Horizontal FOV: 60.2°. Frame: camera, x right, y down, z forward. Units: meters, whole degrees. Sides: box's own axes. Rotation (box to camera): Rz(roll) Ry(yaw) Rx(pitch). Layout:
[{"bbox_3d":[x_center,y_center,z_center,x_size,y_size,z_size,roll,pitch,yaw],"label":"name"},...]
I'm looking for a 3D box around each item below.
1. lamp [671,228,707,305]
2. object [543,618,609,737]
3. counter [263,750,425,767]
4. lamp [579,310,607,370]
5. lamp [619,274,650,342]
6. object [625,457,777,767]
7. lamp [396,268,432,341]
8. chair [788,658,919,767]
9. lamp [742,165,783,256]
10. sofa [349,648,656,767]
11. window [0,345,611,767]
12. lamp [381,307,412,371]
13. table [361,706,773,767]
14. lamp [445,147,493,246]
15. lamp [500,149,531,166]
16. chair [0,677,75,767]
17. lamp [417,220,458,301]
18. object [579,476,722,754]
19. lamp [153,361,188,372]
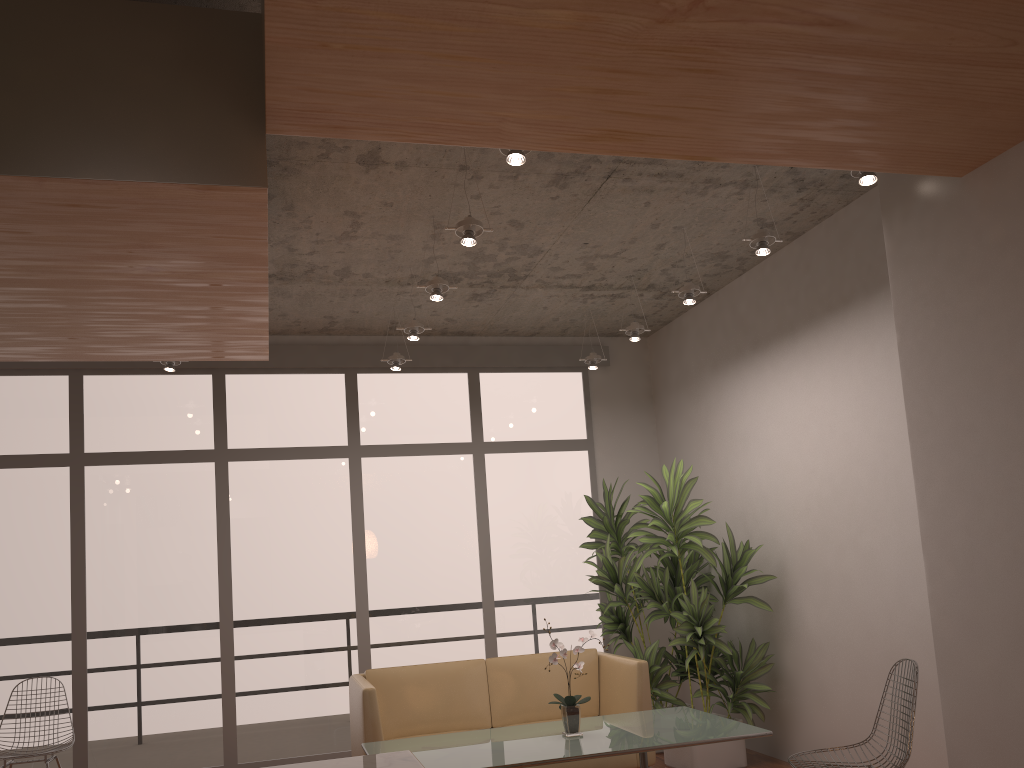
[{"bbox_3d":[1.049,-0.715,5.300,0.135,0.477,0.199,-10,-10,41],"label":"lamp"},{"bbox_3d":[0.298,1.482,4.473,0.297,0.582,0.376,-1,-9,-21],"label":"object"},{"bbox_3d":[-0.250,0.131,1.155,3.208,1.331,3.120,-1,-12,-15],"label":"counter"},{"bbox_3d":[0.618,-0.353,6.872,0.135,0.477,0.199,-10,-10,41],"label":"lamp"},{"bbox_3d":[0.833,-0.534,6.086,0.135,0.477,0.199,-10,-10,41],"label":"lamp"},{"bbox_3d":[1.293,1.584,6.177,0.966,2.080,1.094,-4,-8,-3],"label":"object"},{"bbox_3d":[-0.640,-0.520,5.685,0.135,0.477,0.199,-10,-10,41],"label":"lamp"},{"bbox_3d":[1.534,1.687,3.896,0.561,0.890,0.550,-5,-8,4],"label":"chair"},{"bbox_3d":[1.264,-0.897,4.514,0.135,0.477,0.199,-10,-10,41],"label":"lamp"},{"bbox_3d":[-0.087,2.201,5.657,1.797,0.827,0.893,-1,-10,-15],"label":"sofa"},{"bbox_3d":[-3.169,1.321,6.443,8.539,3.242,0.063,-1,-7,-15],"label":"window"},{"bbox_3d":[-0.856,-0.338,6.470,0.135,0.477,0.199,-10,-10,41],"label":"lamp"},{"bbox_3d":[0.248,2.054,4.411,1.866,0.553,0.956,-1,-11,-15],"label":"table"},{"bbox_3d":[-0.210,-0.882,4.113,0.135,0.477,0.199,-10,-10,41],"label":"lamp"},{"bbox_3d":[0.006,-1.064,3.327,0.135,0.477,0.199,-10,-10,41],"label":"lamp"},{"bbox_3d":[-3.169,2.410,5.802,0.542,0.890,0.570,-2,-9,-16],"label":"chair"},{"bbox_3d":[-0.425,-0.701,4.899,0.135,0.477,0.199,-10,-10,41],"label":"lamp"},{"bbox_3d":[1.102,1.733,6.822,1.081,2.080,0.978,-4,-8,2],"label":"object"},{"bbox_3d":[-2.348,-0.324,6.064,0.135,0.477,0.199,-10,-10,41],"label":"lamp"}]
